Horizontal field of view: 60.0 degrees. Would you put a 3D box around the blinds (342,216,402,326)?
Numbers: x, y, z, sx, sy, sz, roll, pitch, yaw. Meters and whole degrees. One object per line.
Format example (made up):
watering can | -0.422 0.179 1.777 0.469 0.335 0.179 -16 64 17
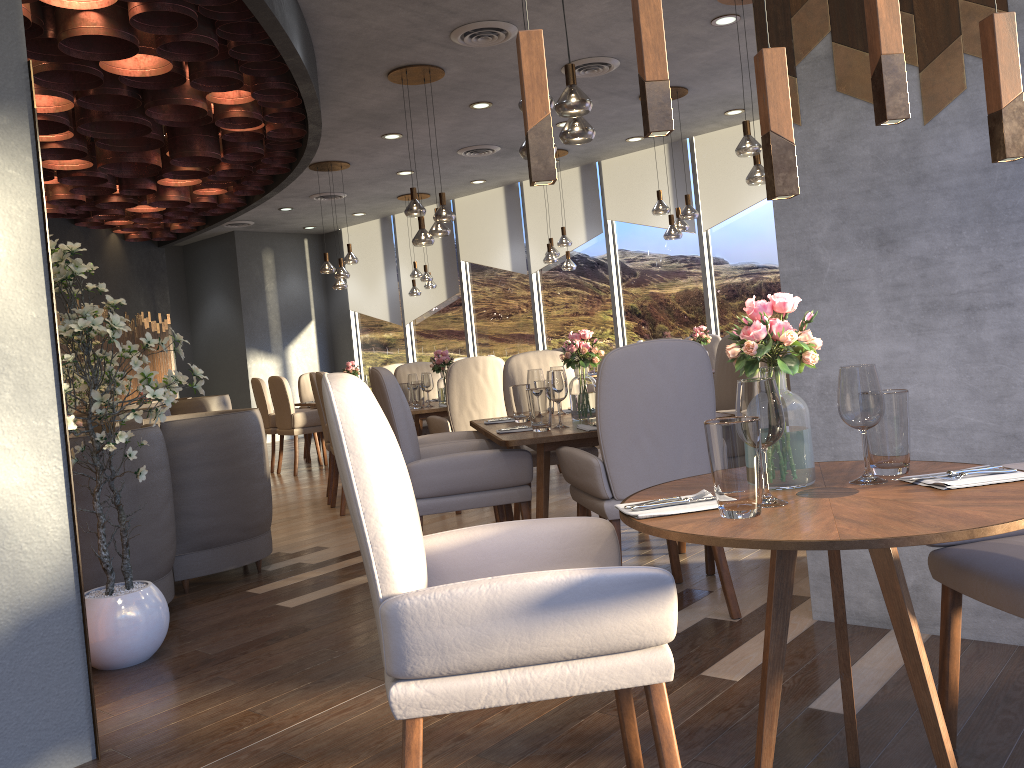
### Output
blinds | -2.215 -2.168 13.612 1.171 2.680 0.007 -5 0 41

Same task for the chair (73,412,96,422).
chair | -3.760 0.682 7.529 0.775 0.837 0.595 -6 1 -14

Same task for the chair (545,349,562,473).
chair | 0.057 0.241 7.256 0.600 1.000 0.528 -6 1 -18

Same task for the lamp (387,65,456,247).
lamp | -0.670 -1.714 6.796 0.440 1.326 0.439 -6 1 -44

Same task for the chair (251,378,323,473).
chair | -2.423 0.402 9.470 0.600 1.000 0.527 -6 1 -30

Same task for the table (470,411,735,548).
table | 0.372 0.490 4.107 0.965 0.665 1.307 -6 2 -8

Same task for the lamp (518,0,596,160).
lamp | 0.158 -1.697 4.075 0.439 1.326 0.440 -5 0 26

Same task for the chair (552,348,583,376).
chair | 0.594 0.111 9.417 0.528 1.000 0.600 -6 1 4

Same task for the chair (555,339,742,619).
chair | 0.483 0.342 3.302 0.528 1.000 0.599 -6 1 -11

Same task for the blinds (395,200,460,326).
blinds | -1.272 -2.231 12.797 1.171 2.680 0.007 -5 0 41

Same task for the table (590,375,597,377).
table | 0.688 0.248 10.021 0.832 0.662 0.835 -4 2 40

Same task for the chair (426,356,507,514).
chair | -0.266 0.317 6.002 0.529 1.000 0.599 -6 1 -18

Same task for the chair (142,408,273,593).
chair | -1.571 0.573 4.647 0.596 0.837 0.773 -6 1 -29

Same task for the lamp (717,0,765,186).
lamp | 1.614 -1.899 5.751 0.440 1.326 0.439 -6 1 -42

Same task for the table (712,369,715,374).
table | 1.620 0.229 8.025 0.834 0.662 0.834 -6 1 1

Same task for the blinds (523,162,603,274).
blinds | 0.571 -2.789 11.169 1.171 2.680 0.007 -5 0 41

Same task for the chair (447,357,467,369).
chair | -0.758 0.172 11.358 0.529 1.000 0.599 -6 1 -35

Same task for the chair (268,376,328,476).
chair | -2.103 0.388 9.000 0.601 1.000 0.527 -6 1 -37

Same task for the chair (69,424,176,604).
chair | -1.788 0.627 3.743 0.775 0.837 0.594 -6 1 -39

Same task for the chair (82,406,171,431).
chair | -2.977 0.624 7.031 0.595 0.837 0.774 -6 1 -9

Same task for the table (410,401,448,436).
table | -0.482 0.476 6.799 0.965 0.665 1.306 -6 2 -16

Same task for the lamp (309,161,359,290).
lamp | -1.904 -1.694 9.564 0.439 1.326 0.439 -6 0 -10

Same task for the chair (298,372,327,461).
chair | -2.169 0.348 10.279 0.529 1.000 0.599 -6 1 -30

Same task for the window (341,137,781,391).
window | 2.022 -1.274 6.404 8.062 3.198 16.126 -6 2 -4

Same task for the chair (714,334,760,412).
chair | 0.959 0.253 4.490 0.600 1.000 0.528 -6 1 -11

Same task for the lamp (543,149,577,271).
lamp | 0.482 -1.943 10.024 0.439 1.326 0.440 -5 0 34

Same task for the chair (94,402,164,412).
chair | -4.019 0.646 9.236 0.774 0.837 0.595 -6 1 -9

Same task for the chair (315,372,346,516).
chair | -1.056 0.381 6.357 0.600 1.000 0.528 -6 1 -20

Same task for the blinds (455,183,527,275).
blinds | -0.370 -2.727 11.982 1.171 2.680 0.007 -5 0 41

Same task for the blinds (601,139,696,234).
blinds | 1.499 -2.996 10.355 1.171 2.680 0.007 -5 0 41

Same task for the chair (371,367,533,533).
chair | -0.247 0.397 3.740 0.600 1.000 0.528 -6 1 -13

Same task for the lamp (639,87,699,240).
lamp | 1.436 -1.963 8.024 0.439 1.326 0.440 -5 1 43

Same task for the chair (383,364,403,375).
chair | -1.252 0.309 8.884 0.529 1.000 0.599 -6 1 -35

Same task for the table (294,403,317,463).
table | -1.677 0.492 9.587 0.966 0.665 1.305 -6 2 -33

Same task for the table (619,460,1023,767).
table | 0.664 0.547 1.779 0.833 0.662 0.835 -5 2 32

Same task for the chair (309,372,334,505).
chair | -1.226 0.378 6.900 0.600 1.000 0.528 -6 1 -13

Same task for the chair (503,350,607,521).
chair | 0.214 0.309 4.934 0.528 1.000 0.600 -6 1 -6

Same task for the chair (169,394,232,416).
chair | -3.422 0.563 9.934 0.595 0.837 0.774 -6 1 1

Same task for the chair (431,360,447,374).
chair | -0.999 0.255 9.706 0.600 1.000 0.527 -6 1 -30

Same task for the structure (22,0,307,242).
structure | -3.097 -2.023 7.073 2.757 0.556 9.448 -6 2 -19

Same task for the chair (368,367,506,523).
chair | -0.347 0.386 4.301 0.600 1.000 0.528 -6 1 -6

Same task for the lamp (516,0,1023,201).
lamp | 0.462 -1.342 1.808 1.161 1.931 0.118 -6 0 -4

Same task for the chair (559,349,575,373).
chair | 0.206 0.246 6.710 0.600 1.000 0.528 -6 1 -13

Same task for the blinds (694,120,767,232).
blinds | 2.453 -3.059 9.532 1.171 2.680 0.007 -5 0 41

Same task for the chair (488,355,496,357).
chair | 0.067 0.137 10.103 0.599 1.000 0.528 -5 1 7

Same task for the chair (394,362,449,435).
chair | -0.748 0.307 7.599 0.528 1.000 0.599 -6 1 -13

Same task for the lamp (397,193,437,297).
lamp | -1.245 -1.839 11.812 0.439 1.326 0.440 -5 0 40

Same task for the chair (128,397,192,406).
chair | -4.108 0.607 10.561 0.774 0.837 0.595 -6 1 -4

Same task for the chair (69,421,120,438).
chair | -2.556 0.660 4.888 0.775 0.837 0.594 -6 1 -34

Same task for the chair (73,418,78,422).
chair | -3.443 0.698 6.239 0.775 0.837 0.595 -6 1 -19

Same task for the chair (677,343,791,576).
chair | 1.038 0.265 3.930 0.600 1.000 0.528 -6 1 -6
